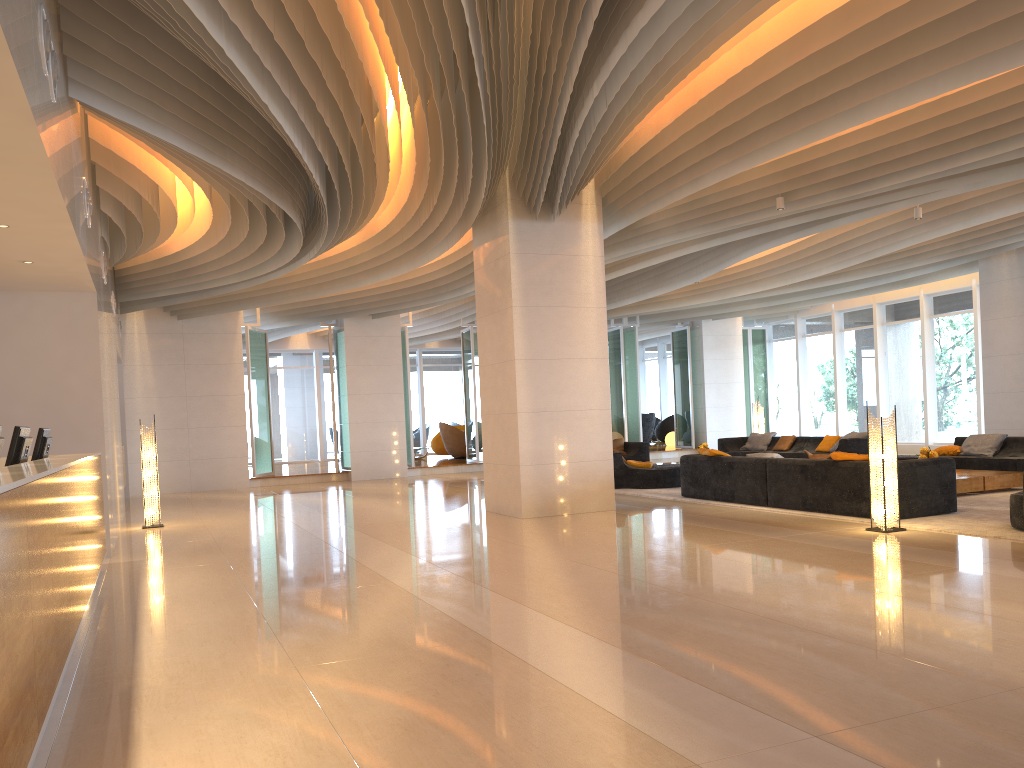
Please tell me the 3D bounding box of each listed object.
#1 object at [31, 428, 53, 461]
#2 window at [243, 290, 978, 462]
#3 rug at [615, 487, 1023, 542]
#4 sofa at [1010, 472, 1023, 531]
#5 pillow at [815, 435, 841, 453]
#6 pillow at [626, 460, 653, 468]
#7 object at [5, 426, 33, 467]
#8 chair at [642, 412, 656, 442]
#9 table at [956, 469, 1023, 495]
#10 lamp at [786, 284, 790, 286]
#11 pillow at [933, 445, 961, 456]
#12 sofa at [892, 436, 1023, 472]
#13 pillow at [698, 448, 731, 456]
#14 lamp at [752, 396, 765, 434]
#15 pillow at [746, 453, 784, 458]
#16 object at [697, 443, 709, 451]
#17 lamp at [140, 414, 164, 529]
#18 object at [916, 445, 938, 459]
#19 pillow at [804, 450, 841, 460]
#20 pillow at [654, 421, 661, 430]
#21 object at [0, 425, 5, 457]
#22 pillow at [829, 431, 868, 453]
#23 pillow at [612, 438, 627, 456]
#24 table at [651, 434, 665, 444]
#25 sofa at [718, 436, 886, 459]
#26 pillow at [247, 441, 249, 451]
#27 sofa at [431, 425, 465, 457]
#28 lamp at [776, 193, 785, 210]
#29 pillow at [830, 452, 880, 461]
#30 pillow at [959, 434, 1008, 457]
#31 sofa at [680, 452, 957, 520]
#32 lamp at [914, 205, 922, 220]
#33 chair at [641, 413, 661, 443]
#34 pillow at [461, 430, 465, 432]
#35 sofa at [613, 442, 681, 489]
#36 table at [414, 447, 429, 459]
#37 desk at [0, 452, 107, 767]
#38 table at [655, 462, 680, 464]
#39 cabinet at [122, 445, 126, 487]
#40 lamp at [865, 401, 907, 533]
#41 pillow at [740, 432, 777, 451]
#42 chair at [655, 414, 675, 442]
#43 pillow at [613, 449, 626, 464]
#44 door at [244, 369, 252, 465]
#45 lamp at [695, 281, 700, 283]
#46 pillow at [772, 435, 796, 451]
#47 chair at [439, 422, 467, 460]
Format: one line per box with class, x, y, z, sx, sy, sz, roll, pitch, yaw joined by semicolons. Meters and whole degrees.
object;-3.744;0.569;7.129;0.358;0.435;0.530;-3;-1;-23
window;8.361;-0.442;15.267;53.671;3.222;22.475;-4;-3;32
rug;5.285;1.400;11.732;5.576;0.022;16.033;-2;-2;-22
sofa;5.023;0.930;7.063;1.370;0.577;2.227;-2;-2;-23
pillow;5.822;1.100;16.338;0.325;0.312;0.403;-2;-1;-21
pillow;2.040;1.277;14.164;0.408;0.136;0.419;-3;-2;11
object;-3.231;0.495;5.877;0.358;0.435;0.530;-3;-1;-23
chair;3.713;1.377;26.562;1.118;1.006;1.542;-3;-1;40
table;5.400;1.269;11.433;1.619;0.220;1.582;-2;-2;-23
lamp;5.234;-2.640;16.929;0.088;1.507;0.090;-2;1;22
pillow;6.719;1.040;13.696;0.442;0.193;0.595;-4;-2;32
sofa;7.114;1.048;12.439;1.368;0.583;4.094;-2;-2;-24
pillow;2.780;1.022;11.670;0.547;0.378;0.638;-3;-1;-1
lamp;5.386;0.982;19.326;0.253;1.452;0.247;-3;1;-23
pillow;3.187;1.031;10.879;0.425;0.377;0.580;-2;-1;-21
object;3.528;1.253;16.333;0.235;0.377;0.267;-3;0;9
lamp;-4.663;1.122;11.422;0.253;1.452;0.247;-3;1;-23
object;5.280;0.969;11.274;0.236;0.377;0.265;-3;0;-1
pillow;3.575;0.937;9.927;0.449;0.410;0.595;-2;-1;-21
pillow;4.746;1.359;29.584;0.503;0.409;0.465;-3;-1;4
object;-2.744;0.425;4.688;0.358;0.435;0.530;-3;-1;-23
pillow;6.028;1.044;15.875;0.547;0.378;0.638;-3;-1;-1
pillow;2.060;1.331;18.523;0.639;0.378;0.547;-3;-1;-1
table;4.873;1.748;28.548;1.089;0.318;0.811;-2;-2;-16
sofa;5.428;1.309;17.004;0.952;0.582;3.734;-2;-2;-22
pillow;-6.662;1.578;19.806;1.537;1.006;1.122;-2;-1;-25
sofa;-1.121;1.612;25.623;2.599;0.901;1.094;-1;-1;-33
lamp;3.128;-2.806;10.427;0.090;1.507;0.088;-3;1;-32
pillow;3.747;0.883;9.309;0.556;0.378;0.628;-1;-2;-45
pillow;7.011;0.954;13.262;0.467;0.417;0.657;-2;-1;-23
sofa;3.398;1.141;10.548;0.952;0.582;3.734;-2;-2;-22
lamp;5.160;-2.863;11.324;0.087;1.507;0.090;-2;1;40
chair;4.409;1.463;29.469;1.526;1.006;1.129;-2;-1;-10
pillow;-1.249;1.343;23.098;0.479;0.454;0.611;-2;-1;-41
sofa;2.134;1.390;16.178;2.858;0.653;5.030;-2;-2;-23
table;-2.814;1.938;24.550;1.089;0.318;0.811;-2;-2;-16
desk;-2.793;0.964;4.658;0.908;1.050;6.593;-2;-2;-22
table;3.468;1.547;16.147;1.619;0.220;1.582;-2;-2;-23
cabinet;-6.665;1.358;14.531;0.566;0.662;1.493;-2;-2;-23
lamp;3.408;0.748;8.137;0.253;1.199;0.247;-3;1;-23
pillow;5.061;1.183;18.235;0.556;0.378;0.628;-1;-2;-45
chair;5.163;1.353;27.596;1.534;1.006;1.124;-2;-1;-20
pillow;1.699;1.197;14.351;0.332;0.311;0.419;-2;-1;-21
door;-7.975;0.975;25.521;1.476;2.773;0.059;-3;1;-24
lamp;3.326;-2.587;16.094;0.088;1.507;0.090;-2;1;22
pillow;5.363;1.166;17.459;0.326;0.312;0.402;-2;-1;-25
chair;-1.333;1.481;23.413;1.145;1.006;1.506;-2;-1;-15
